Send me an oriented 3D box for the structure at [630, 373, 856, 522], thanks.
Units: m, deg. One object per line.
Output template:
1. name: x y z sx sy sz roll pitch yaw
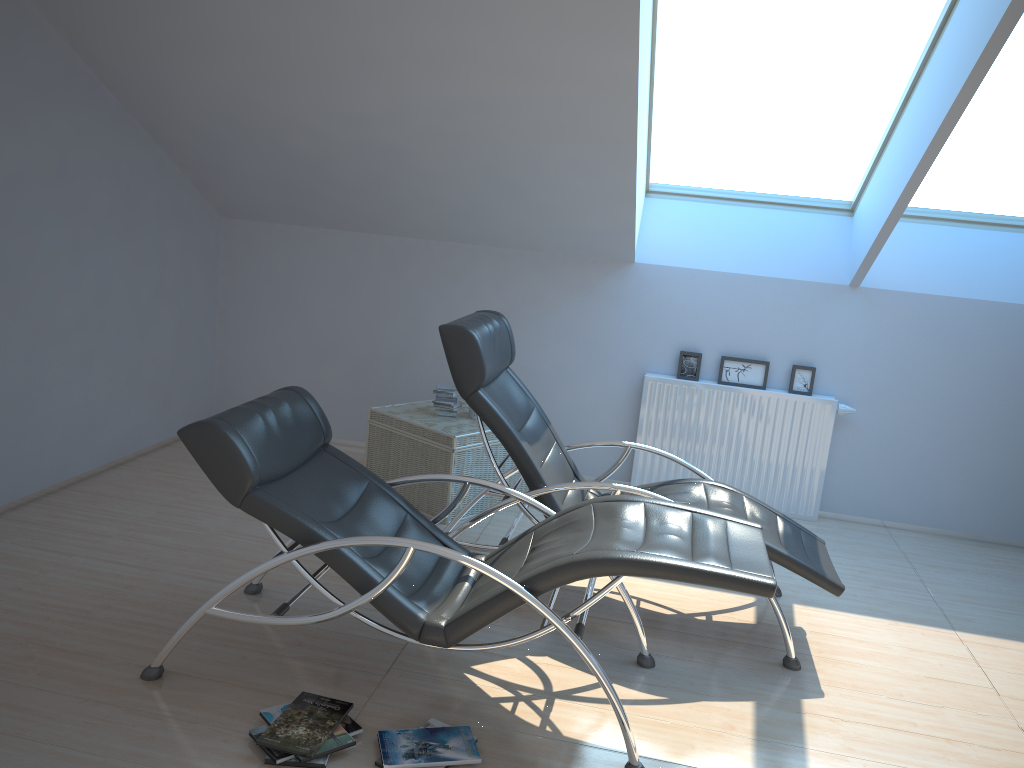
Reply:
1. structure: 1.471 0.412 5.727 1.324 0.800 0.120 8 11 10

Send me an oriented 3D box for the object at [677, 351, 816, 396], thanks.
1. object: 1.491 -0.070 5.668 0.846 0.180 0.030 8 11 10

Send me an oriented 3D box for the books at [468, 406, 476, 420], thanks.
1. books: -0.176 0.067 5.327 0.149 0.300 0.149 2 12 -19

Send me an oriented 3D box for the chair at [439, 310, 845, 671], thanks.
1. chair: 0.530 0.401 4.091 1.938 1.251 0.836 8 11 10

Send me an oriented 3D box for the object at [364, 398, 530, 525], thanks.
1. object: -0.373 0.435 5.407 0.744 0.518 0.745 15 14 39

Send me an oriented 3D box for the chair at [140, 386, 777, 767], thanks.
1. chair: -0.169 0.643 3.264 2.114 0.953 0.836 8 11 10

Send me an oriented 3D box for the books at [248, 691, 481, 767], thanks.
1. books: 1.515 1.161 3.405 4.790 0.222 1.045 1 12 -22

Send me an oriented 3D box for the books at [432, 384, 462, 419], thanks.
1. books: -0.392 0.108 5.313 0.165 0.184 0.162 7 11 8
